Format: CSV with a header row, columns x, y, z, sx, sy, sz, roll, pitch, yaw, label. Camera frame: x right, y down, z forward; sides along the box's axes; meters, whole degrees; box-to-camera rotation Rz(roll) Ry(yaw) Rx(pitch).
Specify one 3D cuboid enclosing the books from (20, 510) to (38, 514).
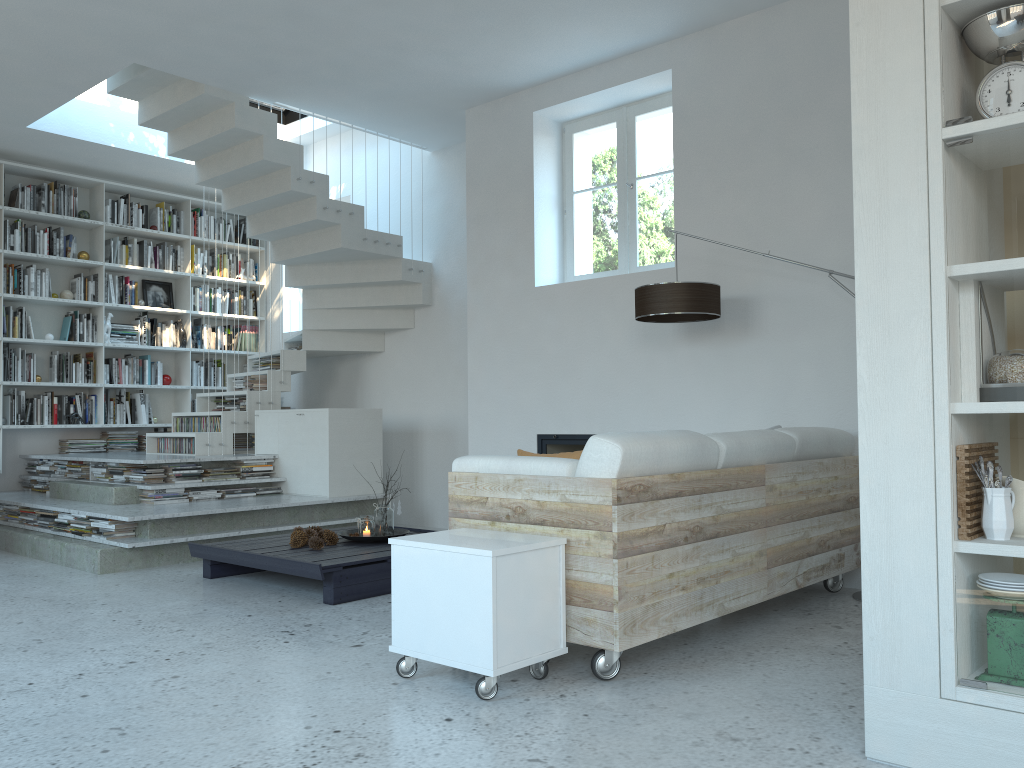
x,y,z,sx,sy,sz,roll,pitch,yaw,label
-3.469,0.932,6.507,0.236,0.014,0.165,-2,-3,37,books

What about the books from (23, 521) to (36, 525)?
x,y,z,sx,sy,sz,roll,pitch,yaw,label
-3.467,1.015,6.505,0.161,0.008,0.254,2,-3,-43,books

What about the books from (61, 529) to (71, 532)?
x,y,z,sx,sy,sz,roll,pitch,yaw,label
-3.002,0.996,6.102,0.147,0.008,0.236,2,-3,-43,books

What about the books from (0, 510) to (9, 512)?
x,y,z,sx,sy,sz,roll,pitch,yaw,label
-3.933,0.979,6.919,0.171,0.020,0.193,2,-3,-44,books

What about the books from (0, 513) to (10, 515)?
x,y,z,sx,sy,sz,roll,pitch,yaw,label
-3.921,1.005,6.931,0.300,0.007,0.149,-3,-3,42,books

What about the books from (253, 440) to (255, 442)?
x,y,z,sx,sy,sz,roll,pitch,yaw,label
-2.470,0.576,8.994,0.159,0.015,0.254,-3,-3,39,books

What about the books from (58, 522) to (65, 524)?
x,y,z,sx,sy,sz,roll,pitch,yaw,label
-2.997,0.953,6.110,0.266,0.010,0.145,-3,-3,41,books

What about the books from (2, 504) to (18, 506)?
x,y,z,sx,sy,sz,roll,pitch,yaw,label
-3.709,0.906,6.705,0.225,0.005,0.193,-2,-3,38,books

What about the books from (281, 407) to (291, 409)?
x,y,z,sx,sy,sz,roll,pitch,yaw,label
-2.367,0.241,8.848,0.267,0.026,0.161,2,-3,-43,books

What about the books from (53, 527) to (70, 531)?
x,y,z,sx,sy,sz,roll,pitch,yaw,label
-3.005,0.989,6.099,0.297,0.005,0.171,-3,-3,41,books

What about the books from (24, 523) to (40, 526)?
x,y,z,sx,sy,sz,roll,pitch,yaw,label
-3.457,1.023,6.516,0.236,0.008,0.147,-3,-3,41,books

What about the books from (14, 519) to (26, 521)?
x,y,z,sx,sy,sz,roll,pitch,yaw,label
-3.688,1.020,6.723,0.283,0.008,0.140,-3,-3,40,books

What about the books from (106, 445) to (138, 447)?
x,y,z,sx,sy,sz,roll,pitch,yaw,label
-3.682,0.578,8.311,0.159,0.007,0.285,-3,-3,44,books

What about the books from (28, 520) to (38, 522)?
x,y,z,sx,sy,sz,roll,pitch,yaw,label
-3.452,1.002,6.523,0.269,0.009,0.132,-3,-3,43,books

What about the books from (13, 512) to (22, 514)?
x,y,z,sx,sy,sz,roll,pitch,yaw,label
-3.689,0.967,6.725,0.180,0.013,0.140,-3,-3,45,books

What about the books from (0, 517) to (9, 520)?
x,y,z,sx,sy,sz,roll,pitch,yaw,label
-3.934,1.036,6.915,0.230,0.026,0.177,-3,-3,45,books

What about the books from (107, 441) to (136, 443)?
x,y,z,sx,sy,sz,roll,pitch,yaw,label
-3.685,0.544,8.313,0.161,0.007,0.254,-3,-3,43,books

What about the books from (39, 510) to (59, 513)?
x,y,z,sx,sy,sz,roll,pitch,yaw,label
-3.228,0.901,6.312,0.268,0.007,0.157,-3,-3,42,books

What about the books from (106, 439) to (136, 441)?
x,y,z,sx,sy,sz,roll,pitch,yaw,label
-3.688,0.524,8.313,0.161,0.006,0.254,-3,-3,42,books

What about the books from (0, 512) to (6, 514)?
x,y,z,sx,sy,sz,roll,pitch,yaw,label
-3.922,0.996,6.931,0.206,0.012,0.147,-3,-3,43,books

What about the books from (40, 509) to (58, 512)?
x,y,z,sx,sy,sz,roll,pitch,yaw,label
-3.231,0.894,6.310,0.239,0.008,0.160,-3,-3,43,books

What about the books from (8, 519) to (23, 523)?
x,y,z,sx,sy,sz,roll,pitch,yaw,label
-3.694,1.031,6.717,0.180,0.014,0.157,-3,-3,39,books

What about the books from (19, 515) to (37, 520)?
x,y,z,sx,sy,sz,roll,pitch,yaw,label
-3.469,0.976,6.505,0.287,0.013,0.182,-3,-3,43,books

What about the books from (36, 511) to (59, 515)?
x,y,z,sx,sy,sz,roll,pitch,yaw,label
-3.238,0.911,6.302,0.281,0.014,0.170,-3,-3,39,books

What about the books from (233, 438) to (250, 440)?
x,y,z,sx,sy,sz,roll,pitch,yaw,label
-2.911,0.570,9.181,0.207,0.008,0.328,-3,-3,45,books

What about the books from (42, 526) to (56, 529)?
x,y,z,sx,sy,sz,roll,pitch,yaw,label
-3.229,1.010,6.307,0.142,0.012,0.291,2,-3,-44,books

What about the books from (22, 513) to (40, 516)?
x,y,z,sx,sy,sz,roll,pitch,yaw,label
-3.461,0.953,6.515,0.297,0.009,0.155,-3,-3,43,books

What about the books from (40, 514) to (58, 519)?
x,y,z,sx,sy,sz,roll,pitch,yaw,label
-3.229,0.936,6.311,0.239,0.017,0.142,-2,-3,38,books

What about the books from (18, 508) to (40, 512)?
x,y,z,sx,sy,sz,roll,pitch,yaw,label
-3.471,0.919,6.505,0.249,0.012,0.179,-3,-3,39,books

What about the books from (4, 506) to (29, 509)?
x,y,z,sx,sy,sz,roll,pitch,yaw,label
-3.701,0.928,6.713,0.253,0.015,0.171,-3,-3,39,books

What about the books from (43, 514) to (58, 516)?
x,y,z,sx,sy,sz,roll,pitch,yaw,label
-3.227,0.923,6.313,0.217,0.008,0.150,-3,-3,41,books

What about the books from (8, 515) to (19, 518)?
x,y,z,sx,sy,sz,roll,pitch,yaw,label
-3.694,0.998,6.718,0.205,0.012,0.165,-3,-3,42,books

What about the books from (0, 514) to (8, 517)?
x,y,z,sx,sy,sz,roll,pitch,yaw,label
-3.930,1.016,6.921,0.221,0.014,0.172,-3,-3,43,books

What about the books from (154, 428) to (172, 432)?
x,y,z,sx,sy,sz,roll,pitch,yaw,label
-3.332,0.446,8.653,0.267,0.035,0.204,-3,-3,43,books

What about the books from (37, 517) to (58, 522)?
x,y,z,sx,sy,sz,roll,pitch,yaw,label
-3.236,0.956,6.302,0.244,0.025,0.160,-2,-3,37,books

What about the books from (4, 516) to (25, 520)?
x,y,z,sx,sy,sz,roll,pitch,yaw,label
-3.697,1.010,6.714,0.292,0.012,0.159,-3,-3,39,books

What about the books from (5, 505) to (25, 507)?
x,y,z,sx,sy,sz,roll,pitch,yaw,label
-3.699,0.915,6.716,0.227,0.011,0.174,-3,-3,41,books

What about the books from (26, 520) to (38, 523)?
x,y,z,sx,sy,sz,roll,pitch,yaw,label
-3.453,1.008,6.522,0.296,0.005,0.128,-3,-3,44,books

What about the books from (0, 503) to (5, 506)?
x,y,z,sx,sy,sz,roll,pitch,yaw,label
-3.929,0.933,6.926,0.285,0.006,0.159,-3,-3,44,books

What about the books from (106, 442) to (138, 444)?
x,y,z,sx,sy,sz,roll,pitch,yaw,label
-3.678,0.550,8.306,0.159,0.007,0.285,-2,-3,37,books

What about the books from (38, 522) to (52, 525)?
x,y,z,sx,sy,sz,roll,pitch,yaw,label
-3.231,0.984,6.306,0.290,0.008,0.147,-2,-3,38,books

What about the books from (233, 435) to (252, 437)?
x,y,z,sx,sy,sz,roll,pitch,yaw,label
-2.909,0.539,9.179,0.368,0.007,0.206,2,-3,-44,books

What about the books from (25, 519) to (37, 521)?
x,y,z,sx,sy,sz,roll,pitch,yaw,label
-3.457,0.990,6.518,0.249,0.014,0.130,-2,-3,37,books

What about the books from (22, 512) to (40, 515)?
x,y,z,sx,sy,sz,roll,pitch,yaw,label
-3.464,0.944,6.512,0.241,0.009,0.169,-3,-3,42,books

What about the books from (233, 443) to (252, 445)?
x,y,z,sx,sy,sz,roll,pitch,yaw,label
-2.908,0.623,9.176,0.368,0.007,0.206,2,-3,-42,books

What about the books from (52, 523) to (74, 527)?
x,y,z,sx,sy,sz,roll,pitch,yaw,label
-3.012,0.963,6.092,0.215,0.013,0.189,-3,-3,40,books

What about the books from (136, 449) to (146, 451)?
x,y,z,sx,sy,sz,roll,pitch,yaw,label
-3.432,0.634,8.583,0.207,0.008,0.328,-2,-3,38,books

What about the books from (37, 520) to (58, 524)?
x,y,z,sx,sy,sz,roll,pitch,yaw,label
-3.237,0.974,6.300,0.220,0.011,0.177,-3,-3,44,books

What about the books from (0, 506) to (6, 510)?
x,y,z,sx,sy,sz,roll,pitch,yaw,label
-3.935,0.962,6.917,0.294,0.015,0.180,-3,-3,40,books

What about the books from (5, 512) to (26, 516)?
x,y,z,sx,sy,sz,roll,pitch,yaw,label
-3.697,0.978,6.715,0.246,0.011,0.159,-2,-3,38,books

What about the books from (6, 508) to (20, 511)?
x,y,z,sx,sy,sz,roll,pitch,yaw,label
-3.706,0.943,6.707,0.182,0.016,0.199,2,-3,-43,books

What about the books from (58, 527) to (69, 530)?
x,y,z,sx,sy,sz,roll,pitch,yaw,label
-3.004,0.982,6.101,0.275,0.009,0.159,-3,-3,45,books

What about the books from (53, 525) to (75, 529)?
x,y,z,sx,sy,sz,roll,pitch,yaw,label
-3.008,0.974,6.097,0.267,0.008,0.180,-3,-3,41,books

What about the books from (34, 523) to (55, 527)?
x,y,z,sx,sy,sz,roll,pitch,yaw,label
-3.243,0.992,6.292,0.291,0.009,0.189,-3,-3,45,books

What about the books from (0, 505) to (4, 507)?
x,y,z,sx,sy,sz,roll,pitch,yaw,label
-3.920,0.946,6.935,0.255,0.018,0.130,-3,-3,45,books

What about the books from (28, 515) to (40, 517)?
x,y,z,sx,sy,sz,roll,pitch,yaw,label
-3.455,0.964,6.521,0.180,0.013,0.140,-3,-3,43,books

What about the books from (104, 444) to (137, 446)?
x,y,z,sx,sy,sz,roll,pitch,yaw,label
-3.679,0.571,8.308,0.161,0.007,0.254,-2,-3,38,books

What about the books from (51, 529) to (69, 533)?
x,y,z,sx,sy,sz,roll,pitch,yaw,label
-3.016,1.002,6.087,0.225,0.005,0.193,-2,-3,38,books

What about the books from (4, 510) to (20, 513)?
x,y,z,sx,sy,sz,roll,pitch,yaw,label
-3.701,0.955,6.712,0.241,0.009,0.169,-2,-3,38,books
